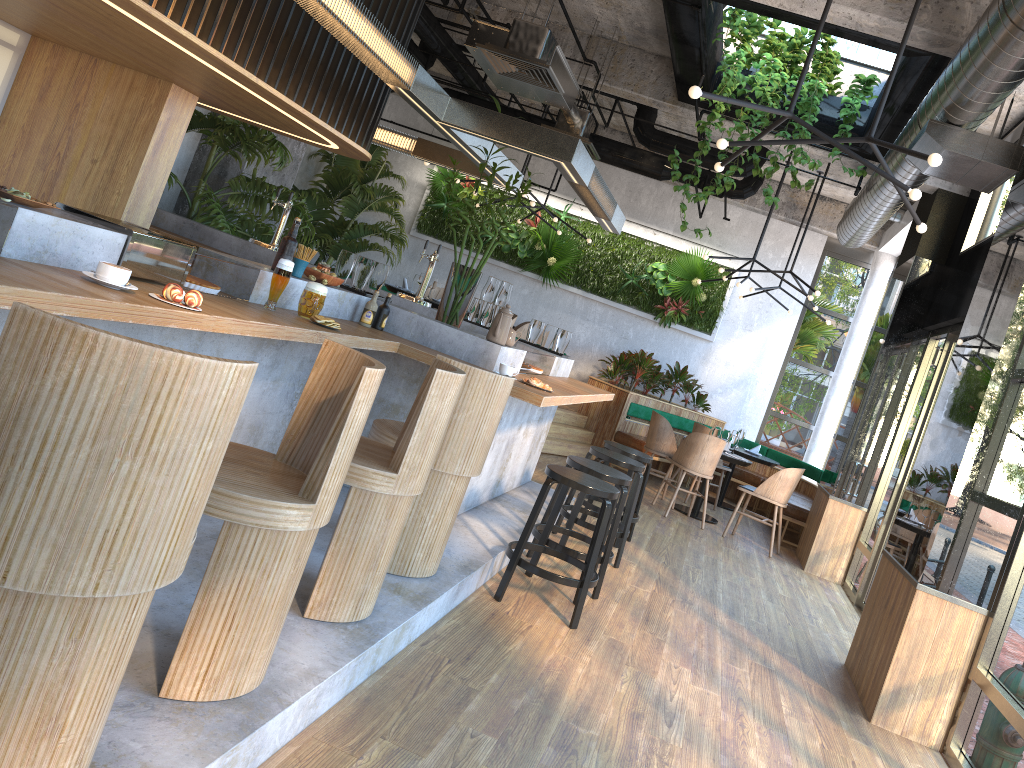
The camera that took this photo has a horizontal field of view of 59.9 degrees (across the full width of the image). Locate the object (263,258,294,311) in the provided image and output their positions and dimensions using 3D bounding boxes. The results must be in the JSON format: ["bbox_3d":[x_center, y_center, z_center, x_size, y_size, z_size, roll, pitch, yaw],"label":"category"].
[{"bbox_3d":[-1.020,-0.436,3.880,0.072,0.232,0.077,19,-2,44],"label":"object"}]

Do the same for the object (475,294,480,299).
[{"bbox_3d":[-0.472,-1.054,11.607,0.093,0.245,0.092,20,-1,-6],"label":"object"}]

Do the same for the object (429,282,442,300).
[{"bbox_3d":[-0.871,-1.054,10.062,0.108,0.209,0.102,20,-1,-44],"label":"object"}]

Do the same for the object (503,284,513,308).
[{"bbox_3d":[-0.061,-0.744,7.409,0.106,0.209,0.105,20,-1,-4],"label":"object"}]

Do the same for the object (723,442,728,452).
[{"bbox_3d":[2.369,0.676,9.934,0.226,0.139,0.240,22,3,37],"label":"object"}]

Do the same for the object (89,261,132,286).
[{"bbox_3d":[-1.253,-0.346,2.750,0.133,0.064,0.110,19,3,-9],"label":"object"}]

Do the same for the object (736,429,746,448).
[{"bbox_3d":[2.944,0.701,11.434,0.093,0.245,0.092,20,-1,-6],"label":"object"}]

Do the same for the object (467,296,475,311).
[{"bbox_3d":[-1.768,-1.425,8.704,0.103,0.501,6.222,19,4,24],"label":"object"}]

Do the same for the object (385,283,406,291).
[{"bbox_3d":[-1.238,-1.050,9.618,0.252,0.019,0.159,21,4,11],"label":"object"}]

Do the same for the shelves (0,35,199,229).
[{"bbox_3d":[-2.948,-1.137,5.774,1.099,2.060,0.283,20,-2,10],"label":"shelves"}]

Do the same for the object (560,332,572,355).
[{"bbox_3d":[0.420,-0.339,7.328,0.103,0.209,0.108,20,-1,26],"label":"object"}]

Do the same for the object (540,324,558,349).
[{"bbox_3d":[0.299,-0.381,7.300,0.103,0.209,0.108,20,-1,26],"label":"object"}]

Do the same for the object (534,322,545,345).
[{"bbox_3d":[0.194,-0.424,7.372,0.105,0.209,0.106,20,-1,6],"label":"object"}]

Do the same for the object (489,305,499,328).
[{"bbox_3d":[-0.184,-0.567,7.422,0.106,0.209,0.105,20,-1,-4],"label":"object"}]

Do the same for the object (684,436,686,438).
[{"bbox_3d":[2.029,0.621,9.812,0.256,0.019,0.157,20,4,-4],"label":"object"}]

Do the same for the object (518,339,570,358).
[{"bbox_3d":[0.255,-0.293,7.271,0.432,0.018,0.276,21,4,10],"label":"object"}]

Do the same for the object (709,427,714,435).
[{"bbox_3d":[2.205,0.589,9.750,0.104,0.209,0.106,20,-1,11],"label":"object"}]

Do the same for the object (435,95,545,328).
[{"bbox_3d":[-0.208,-0.975,5.525,0.662,1.552,0.593,20,-1,16],"label":"object"}]

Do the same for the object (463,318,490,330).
[{"bbox_3d":[-0.246,-0.482,7.362,0.432,0.018,0.276,21,4,10],"label":"object"}]

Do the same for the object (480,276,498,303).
[{"bbox_3d":[-0.187,-0.783,7.329,0.106,0.209,0.105,20,-1,-4],"label":"object"}]

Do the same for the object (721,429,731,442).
[{"bbox_3d":[2.301,0.613,9.639,0.094,0.245,0.090,20,-1,-21],"label":"object"}]

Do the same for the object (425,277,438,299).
[{"bbox_3d":[-0.898,-1.070,9.896,0.094,0.245,0.091,20,-1,-17],"label":"object"}]

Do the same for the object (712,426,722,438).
[{"bbox_3d":[2.202,0.578,9.632,0.092,0.245,0.093,20,-1,5],"label":"object"}]

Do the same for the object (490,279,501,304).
[{"bbox_3d":[-0.166,-0.784,7.440,0.106,0.209,0.105,20,-1,-4],"label":"object"}]

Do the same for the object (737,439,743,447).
[{"bbox_3d":[2.970,0.716,11.601,0.108,0.209,0.102,20,-1,-44],"label":"object"}]

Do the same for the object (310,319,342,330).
[{"bbox_3d":[-0.844,-0.266,4.017,0.153,0.013,0.147,19,4,-17],"label":"object"}]

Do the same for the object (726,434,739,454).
[{"bbox_3d":[2.418,0.666,9.747,0.108,0.209,0.102,20,-1,-39],"label":"object"}]

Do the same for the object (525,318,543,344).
[{"bbox_3d":[0.174,-0.422,7.257,0.105,0.209,0.106,20,-1,6],"label":"object"}]

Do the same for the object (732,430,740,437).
[{"bbox_3d":[2.764,0.686,11.050,0.108,0.209,0.102,20,-1,-44],"label":"object"}]

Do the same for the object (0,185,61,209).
[{"bbox_3d":[-1.557,-0.617,2.369,0.207,0.134,0.817,21,4,19],"label":"object"}]

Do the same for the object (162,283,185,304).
[{"bbox_3d":[-1.109,-0.300,2.914,0.071,0.060,0.129,19,3,-19],"label":"object"}]

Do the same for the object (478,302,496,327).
[{"bbox_3d":[-0.203,-0.565,7.314,0.106,0.209,0.105,20,-1,-4],"label":"object"}]

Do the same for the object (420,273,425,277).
[{"bbox_3d":[-0.990,-1.082,9.643,0.090,0.245,0.095,19,-1,39],"label":"object"}]

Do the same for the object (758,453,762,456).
[{"bbox_3d":[3.130,0.880,11.551,0.252,0.019,0.159,21,4,11],"label":"object"}]

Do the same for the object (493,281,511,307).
[{"bbox_3d":[-0.079,-0.743,7.319,0.106,0.209,0.105,20,-1,-4],"label":"object"}]

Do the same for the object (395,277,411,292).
[{"bbox_3d":[-1.168,-1.100,9.840,0.232,0.139,0.234,20,3,5],"label":"object"}]

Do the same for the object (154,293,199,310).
[{"bbox_3d":[-1.102,-0.269,2.918,0.124,0.005,0.119,16,6,-39],"label":"object"}]

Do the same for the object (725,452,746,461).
[{"bbox_3d":[2.394,0.773,9.563,0.162,0.019,0.248,17,5,-33],"label":"object"}]

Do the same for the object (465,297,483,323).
[{"bbox_3d":[-0.311,-0.606,7.332,0.106,0.209,0.105,20,-1,-4],"label":"object"}]

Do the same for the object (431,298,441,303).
[{"bbox_3d":[-0.763,-0.948,9.762,0.226,0.139,0.240,22,3,34],"label":"object"}]

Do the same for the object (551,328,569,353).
[{"bbox_3d":[0.384,-0.344,7.223,0.103,0.209,0.108,20,-1,26],"label":"object"}]

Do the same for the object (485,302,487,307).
[{"bbox_3d":[-0.357,-1.100,12.697,0.093,0.245,0.092,20,-1,-6],"label":"object"}]

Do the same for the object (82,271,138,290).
[{"bbox_3d":[-1.244,-0.312,2.744,0.159,0.020,0.162,20,4,8],"label":"object"}]

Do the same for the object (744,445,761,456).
[{"bbox_3d":[3.079,0.823,11.301,0.234,0.139,0.232,20,3,-5],"label":"object"}]

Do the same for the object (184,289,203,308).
[{"bbox_3d":[-1.058,-0.282,2.920,0.060,0.059,0.074,20,2,2],"label":"object"}]

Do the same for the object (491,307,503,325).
[{"bbox_3d":[-0.100,-0.526,7.283,0.105,0.209,0.106,20,-1,6],"label":"object"}]

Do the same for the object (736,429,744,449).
[{"bbox_3d":[2.852,0.688,11.182,0.093,0.245,0.092,20,-1,-6],"label":"object"}]

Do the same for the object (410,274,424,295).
[{"bbox_3d":[-1.950,-1.408,7.688,0.103,0.501,4.260,19,3,29],"label":"object"}]

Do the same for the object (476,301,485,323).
[{"bbox_3d":[-0.294,-0.609,7.450,0.106,0.209,0.105,20,-1,-4],"label":"object"}]

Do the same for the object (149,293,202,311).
[{"bbox_3d":[-1.104,-0.268,2.914,0.163,0.005,0.171,22,5,23],"label":"object"}]
